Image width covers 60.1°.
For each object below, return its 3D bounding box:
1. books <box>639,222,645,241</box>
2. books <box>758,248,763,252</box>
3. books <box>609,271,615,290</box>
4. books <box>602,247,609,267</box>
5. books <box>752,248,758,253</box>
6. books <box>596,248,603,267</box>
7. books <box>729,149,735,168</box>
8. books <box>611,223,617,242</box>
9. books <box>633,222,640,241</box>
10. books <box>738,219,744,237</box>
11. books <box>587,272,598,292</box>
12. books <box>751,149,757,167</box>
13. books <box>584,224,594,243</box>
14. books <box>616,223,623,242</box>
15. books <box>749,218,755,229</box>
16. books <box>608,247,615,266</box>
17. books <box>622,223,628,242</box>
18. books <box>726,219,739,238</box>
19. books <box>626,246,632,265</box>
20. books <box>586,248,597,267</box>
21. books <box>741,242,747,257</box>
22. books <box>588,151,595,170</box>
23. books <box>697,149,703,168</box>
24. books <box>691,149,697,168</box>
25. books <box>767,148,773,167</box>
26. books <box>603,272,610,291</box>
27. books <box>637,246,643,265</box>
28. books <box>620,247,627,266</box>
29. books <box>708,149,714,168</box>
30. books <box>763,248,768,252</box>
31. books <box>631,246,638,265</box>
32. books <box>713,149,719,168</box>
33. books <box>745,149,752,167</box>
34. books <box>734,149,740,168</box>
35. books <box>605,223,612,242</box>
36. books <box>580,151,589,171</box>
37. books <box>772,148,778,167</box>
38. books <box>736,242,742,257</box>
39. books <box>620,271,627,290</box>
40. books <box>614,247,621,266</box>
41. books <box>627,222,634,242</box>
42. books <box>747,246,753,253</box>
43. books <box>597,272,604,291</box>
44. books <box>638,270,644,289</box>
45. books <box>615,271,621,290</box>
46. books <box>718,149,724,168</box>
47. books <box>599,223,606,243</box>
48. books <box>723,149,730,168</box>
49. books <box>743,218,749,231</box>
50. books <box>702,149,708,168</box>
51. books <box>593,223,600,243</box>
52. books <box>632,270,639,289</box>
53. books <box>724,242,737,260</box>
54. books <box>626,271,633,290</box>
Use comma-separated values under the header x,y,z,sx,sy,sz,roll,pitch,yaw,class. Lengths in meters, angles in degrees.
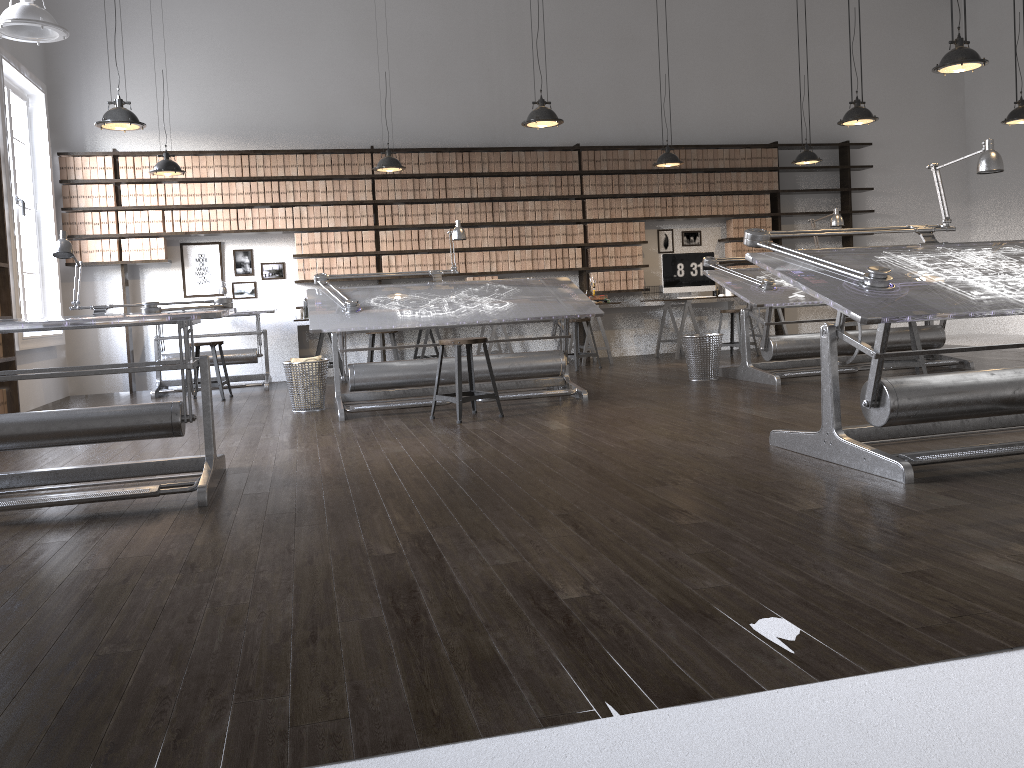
x,y,z,sx,sy,sz,roll,pitch,yaw,class
1.485,-1.763,10.300,0.067,0.225,0.175,-4,4,-13,books
2.948,-1.597,10.647,0.067,0.225,0.175,-4,4,-13,books
1.130,-1.184,10.232,0.067,0.225,0.175,-4,4,-13,books
1.056,-1.456,10.208,0.067,0.225,0.175,-4,4,-13,books
2.884,-1.592,10.632,0.067,0.225,0.175,-4,4,-13,books
0.984,-1.450,10.186,0.067,0.225,0.175,-4,4,-13,books
2.577,-2.667,10.530,0.067,0.225,0.175,-4,4,-13,books
1.148,-1.738,10.219,0.067,0.225,0.175,-4,4,-13,books
1.417,-1.757,10.280,0.067,0.225,0.175,-4,4,-13,books
2.699,-1.854,10.586,0.067,0.225,0.175,-4,4,-13,books
0.928,-1.169,10.183,0.067,0.225,0.175,-4,4,-13,books
2.854,-2.687,10.590,0.067,0.225,0.175,-4,4,-13,books
0.880,-1.718,10.159,0.067,0.225,0.175,-4,4,-13,books
1.214,-1.742,10.230,0.067,0.225,0.175,-4,4,-13,books
2.837,-1.864,10.619,0.067,0.225,0.175,-4,4,-13,books
1.126,-1.461,10.220,0.067,0.225,0.175,-4,4,-13,books
1.278,-1.747,10.251,0.067,0.225,0.175,-4,4,-13,books
2.630,-1.849,10.570,0.067,0.225,0.175,-4,4,-13,books
1.330,-1.476,10.266,0.067,0.225,0.175,-4,4,-13,books
0.911,-1.445,10.174,0.067,0.225,0.175,-4,4,-13,books
2.744,-1.582,10.606,0.067,0.225,0.175,-4,4,-13,books
0.885,-2.540,10.127,0.067,0.225,0.175,-4,4,-13,books
2.178,-2.637,10.437,0.067,0.225,0.175,-4,4,-13,books
2.110,-2.632,10.417,0.067,0.225,0.175,-4,4,-13,books
3.055,-2.703,10.645,0.067,0.225,0.175,-4,4,-13,books
1.069,-1.179,10.213,0.067,0.225,0.175,-4,4,-13,books
1.455,-1.486,10.299,0.067,0.225,0.175,-4,4,-13,books
1.263,-1.472,10.256,0.067,0.225,0.175,-4,4,-13,books
2.313,-2.647,10.463,0.067,0.225,0.175,-4,4,-13,books
3.008,-1.602,10.666,0.067,0.225,0.175,-4,4,-13,books
1.394,-1.481,10.286,0.067,0.225,0.175,-4,4,-13,books
2.377,-2.652,10.483,0.067,0.225,0.175,-4,4,-13,books
2.784,-2.682,10.573,0.067,0.225,0.175,-4,4,-13,books
2.644,-2.672,10.548,0.067,0.225,0.175,-4,4,-13,books
1.087,-1.733,10.203,0.067,0.225,0.175,-4,4,-13,books
0.812,-2.535,10.116,0.067,0.225,0.175,-4,4,-13,books
3.123,-2.708,10.657,0.067,0.225,0.175,-4,4,-13,books
2.676,-1.577,10.589,0.067,0.225,0.175,-4,4,-13,books
1.266,-1.194,10.261,0.067,0.225,0.175,-4,4,-13,books
1.194,-1.466,10.240,0.067,0.225,0.175,-4,4,-13,books
1.347,-1.753,10.267,0.067,0.225,0.175,-4,4,-13,books
2.812,-1.587,10.619,0.067,0.225,0.175,-4,4,-13,books
0.999,-1.174,10.197,0.067,0.225,0.175,-4,4,-13,books
1.476,-1.210,10.315,0.067,0.225,0.175,-4,4,-13,books
1.193,-1.189,10.249,0.067,0.225,0.175,-4,4,-13,books
2.439,-2.657,10.495,0.067,0.225,0.175,-4,4,-13,books
1.017,-1.728,10.185,0.067,0.225,0.175,-4,4,-13,books
2.510,-2.662,10.510,0.067,0.225,0.175,-4,4,-13,books
2.769,-1.859,10.598,0.067,0.225,0.175,-4,4,-13,books
2.247,-2.643,10.453,0.067,0.225,0.175,-4,4,-13,books
0.948,-1.723,10.173,0.067,0.225,0.175,-4,4,-13,books
1.408,-1.205,10.295,0.067,0.225,0.175,-4,4,-13,books
2.609,-1.572,10.569,0.067,0.225,0.175,-4,4,-13,books
1.337,-1.200,10.283,0.067,0.225,0.175,-4,4,-13,books
